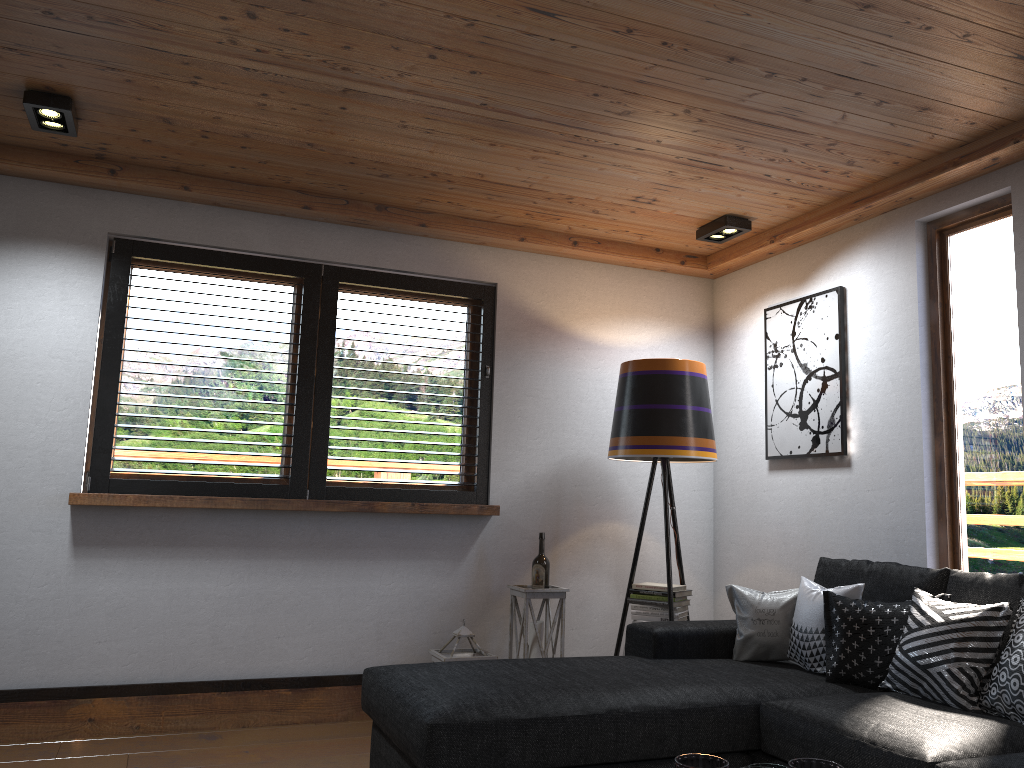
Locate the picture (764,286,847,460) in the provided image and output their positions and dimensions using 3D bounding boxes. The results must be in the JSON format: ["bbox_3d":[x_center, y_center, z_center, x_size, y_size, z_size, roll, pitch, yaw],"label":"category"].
[{"bbox_3d":[1.408,-0.034,4.293,0.020,0.783,0.557,5,-9,-21],"label":"picture"}]

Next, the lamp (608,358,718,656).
[{"bbox_3d":[1.114,0.813,4.584,1.646,1.702,0.517,9,-11,-43],"label":"lamp"}]

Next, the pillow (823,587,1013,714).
[{"bbox_3d":[1.321,0.858,2.904,0.314,0.365,0.660,6,-9,-26],"label":"pillow"}]

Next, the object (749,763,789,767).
[{"bbox_3d":[0.514,0.816,1.755,0.092,0.099,0.093,0,-8,15],"label":"object"}]

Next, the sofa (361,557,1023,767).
[{"bbox_3d":[0.994,0.901,2.090,2.105,0.820,3.059,5,-8,-21],"label":"sofa"}]

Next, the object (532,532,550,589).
[{"bbox_3d":[0.138,0.850,4.211,0.087,0.287,0.088,-3,-10,31],"label":"object"}]

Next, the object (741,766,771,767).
[{"bbox_3d":[0.469,0.787,1.639,0.112,0.122,0.114,-6,-11,44],"label":"object"}]

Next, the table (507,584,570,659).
[{"bbox_3d":[0.112,1.261,4.149,0.228,0.610,0.222,5,-9,-22],"label":"table"}]

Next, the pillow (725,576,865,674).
[{"bbox_3d":[1.068,0.904,3.336,0.219,0.347,0.560,9,-11,-41],"label":"pillow"}]

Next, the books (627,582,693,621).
[{"bbox_3d":[0.696,1.022,4.158,0.253,0.159,0.221,-4,-10,35],"label":"books"}]

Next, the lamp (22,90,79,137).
[{"bbox_3d":[-1.689,-0.998,3.255,0.156,0.068,0.258,5,-8,-21],"label":"lamp"}]

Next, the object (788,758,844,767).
[{"bbox_3d":[0.531,0.752,1.544,0.093,0.168,0.095,-5,-11,39],"label":"object"}]

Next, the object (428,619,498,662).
[{"bbox_3d":[-0.229,1.313,4.056,0.255,0.463,0.248,5,-9,-22],"label":"object"}]

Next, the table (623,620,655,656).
[{"bbox_3d":[0.684,1.337,4.101,0.348,0.483,0.355,-4,-10,34],"label":"table"}]

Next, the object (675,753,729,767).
[{"bbox_3d":[0.332,0.747,1.551,0.093,0.168,0.095,-5,-11,39],"label":"object"}]

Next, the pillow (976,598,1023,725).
[{"bbox_3d":[1.582,0.786,2.339,0.277,0.356,0.720,5,-9,-21],"label":"pillow"}]

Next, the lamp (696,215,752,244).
[{"bbox_3d":[1.039,-0.765,4.361,0.156,0.068,0.258,5,-8,-21],"label":"lamp"}]
